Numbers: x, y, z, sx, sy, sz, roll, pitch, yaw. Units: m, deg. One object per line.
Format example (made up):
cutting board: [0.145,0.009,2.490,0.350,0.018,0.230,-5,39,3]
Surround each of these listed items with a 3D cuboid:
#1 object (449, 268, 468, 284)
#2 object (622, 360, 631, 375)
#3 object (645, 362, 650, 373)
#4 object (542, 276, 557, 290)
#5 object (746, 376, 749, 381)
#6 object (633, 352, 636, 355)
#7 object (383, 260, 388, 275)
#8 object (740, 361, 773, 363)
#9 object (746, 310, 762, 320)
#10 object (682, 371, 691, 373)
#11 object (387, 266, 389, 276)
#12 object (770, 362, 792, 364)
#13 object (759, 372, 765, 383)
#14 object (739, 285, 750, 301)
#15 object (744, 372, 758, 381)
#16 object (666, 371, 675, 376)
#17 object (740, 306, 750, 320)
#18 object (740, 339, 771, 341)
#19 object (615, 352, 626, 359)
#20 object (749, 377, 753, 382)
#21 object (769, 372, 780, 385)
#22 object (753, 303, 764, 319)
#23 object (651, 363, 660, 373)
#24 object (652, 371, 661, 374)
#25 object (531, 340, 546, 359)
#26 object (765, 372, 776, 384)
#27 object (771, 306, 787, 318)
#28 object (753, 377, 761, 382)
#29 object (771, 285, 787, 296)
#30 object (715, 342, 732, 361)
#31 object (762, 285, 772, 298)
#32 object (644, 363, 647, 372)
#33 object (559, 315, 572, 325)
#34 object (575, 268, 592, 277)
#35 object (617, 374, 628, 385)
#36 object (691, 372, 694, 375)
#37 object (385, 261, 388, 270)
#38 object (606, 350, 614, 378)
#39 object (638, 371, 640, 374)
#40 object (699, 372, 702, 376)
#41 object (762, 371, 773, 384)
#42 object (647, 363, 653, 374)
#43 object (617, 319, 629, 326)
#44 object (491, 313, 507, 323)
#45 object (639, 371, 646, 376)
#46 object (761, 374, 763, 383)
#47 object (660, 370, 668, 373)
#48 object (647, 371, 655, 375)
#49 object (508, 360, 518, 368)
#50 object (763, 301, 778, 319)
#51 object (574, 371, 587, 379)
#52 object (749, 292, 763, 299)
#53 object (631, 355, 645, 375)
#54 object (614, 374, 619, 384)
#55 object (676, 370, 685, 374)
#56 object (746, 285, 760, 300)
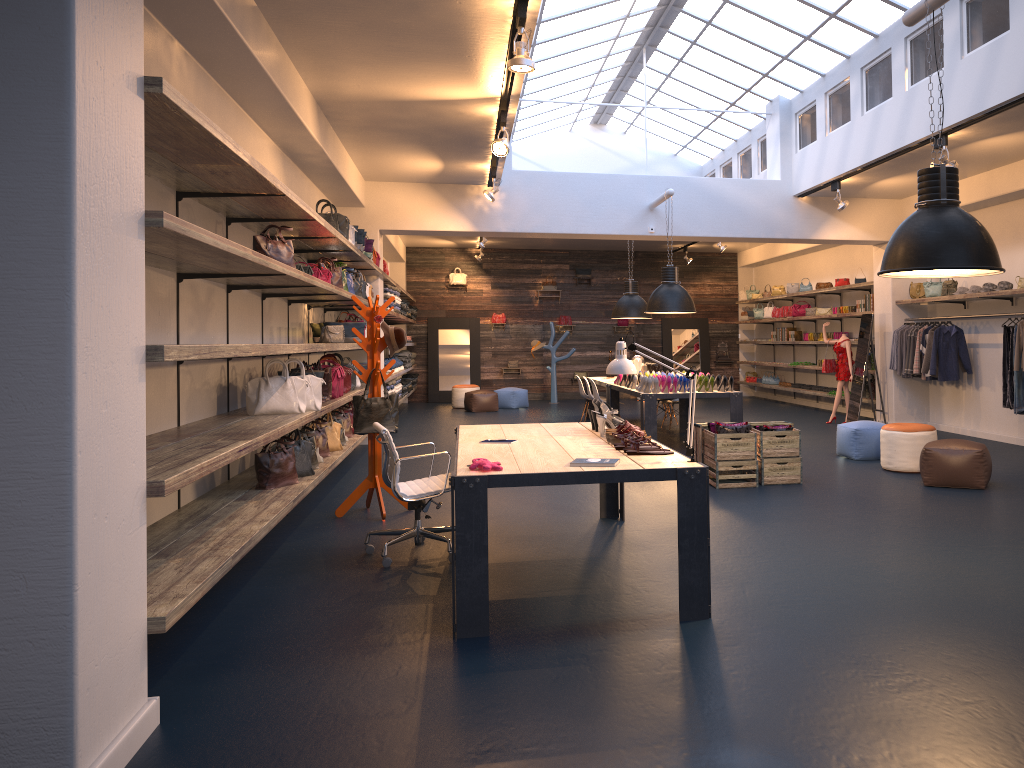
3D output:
object: [-1.223,-2.452,19.746,0.452,0.386,0.181,-1,0,-22]
object: [1.773,-0.199,13.233,0.181,0.336,0.190,0,0,11]
object: [2.147,-0.195,13.643,0.159,0.285,0.149,0,0,-8]
object: [0.871,-2.340,20.196,0.353,0.335,0.164,0,0,1]
object: [5.700,-0.120,20.762,0.206,0.118,0.096,1,1,26]
object: [2.131,-0.355,15.043,0.150,0.469,0.129,0,-1,-32]
object: [-1.938,-1.661,12.362,0.330,0.245,0.137,-1,0,-12]
object: [5.682,-0.509,20.062,0.360,0.024,1.826,0,3,-3]
object: [5.666,-1.614,20.254,0.387,0.232,0.191,1,1,31]
object: [2.480,-0.094,12.462,0.207,0.195,0.236,0,1,-7]
object: [-1.946,-1.670,12.558,0.333,0.245,0.136,-1,0,-16]
object: [5.762,-0.442,18.631,0.364,0.029,0.863,0,3,-5]
object: [5.775,-0.161,19.997,0.194,0.280,0.060,0,-1,12]
object: [5.670,-2.185,20.908,0.409,0.386,0.200,0,0,14]
object: [5.784,-0.187,20.976,0.346,0.234,0.212,0,1,25]
object: [2.245,-0.091,12.425,0.209,0.195,0.234,0,1,-9]
object: [5.630,-1.691,20.784,0.325,0.335,0.178,0,0,37]
object: [5.750,-1.025,20.218,0.493,0.060,1.482,0,3,-4]
object: [2.567,-0.649,20.535,0.271,0.230,0.080,0,-1,6]
object: [5.712,-0.110,20.553,0.206,0.118,0.096,1,1,26]
object: [5.795,-0.126,19.174,0.258,0.283,0.102,0,0,27]
object: [5.641,-1.657,19.722,0.339,0.367,0.190,0,0,35]
object: [2.174,-0.172,13.146,0.159,0.285,0.149,0,0,-8]
object: [2.037,-0.088,12.378,0.207,0.195,0.236,0,1,-7]
object: [0.591,-0.769,19.382,0.347,0.441,0.343,0,0,-11]
object: [5.778,-0.135,19.373,0.258,0.283,0.102,0,0,27]
object: [5.717,-1.537,18.575,0.310,0.254,0.149,1,1,43]
object: [5.745,-0.101,20.351,0.206,0.118,0.096,1,1,26]
object: [5.694,-1.997,18.547,0.338,0.234,0.216,1,1,42]
object: [5.137,-0.796,21.108,0.369,0.461,0.226,0,0,-10]
object: [5.698,-2.066,19.343,0.111,0.300,0.269,0,0,-35]
object: [1.970,-0.175,13.187,0.184,0.290,0.164,0,0,-19]
object: [1.259,-1.486,20.251,0.339,0.255,0.130,-1,0,-22]
object: [1.682,-2.606,20.368,0.438,0.232,0.169,-1,1,-17]
object: [1.584,-0.081,12.289,0.206,0.195,0.244,0,1,5]
object: [2.483,-0.081,12.210,0.207,0.195,0.236,0,1,-7]
object: [-1.944,-1.665,12.456,0.327,0.245,0.138,0,0,-9]
object: [1.691,-0.348,14.948,0.139,0.469,0.140,0,-1,4]
object: [1.806,-0.098,12.611,0.207,0.195,0.236,0,1,-7]
object: [2.545,-0.069,11.943,0.203,0.195,0.240,0,1,0]
object: [5.761,-0.145,19.572,0.261,0.283,0.101,0,0,20]
object: [2.160,-0.184,13.398,0.159,0.285,0.149,0,0,-8]
object: [2.630,-1.490,20.570,0.257,0.243,0.210,0,1,-13]
object: [-0.299,-1.511,19.937,0.338,0.254,0.137,0,0,1]
object: [1.833,-0.084,12.333,0.212,0.195,0.230,-1,1,-15]
object: [5.780,-0.154,19.855,0.189,0.280,0.062,0,-1,22]
object: [2.220,-0.104,12.709,0.207,0.195,0.236,0,1,-7]
object: [2.011,-0.100,12.643,0.203,0.195,0.240,0,1,-1]
object: [0.027,-0.453,19.970,0.290,0.175,0.096,-1,1,-32]
object: [5.744,-1.640,19.199,0.209,0.386,0.390,0,1,-44]
object: [1.631,-0.207,20.281,0.393,0.174,0.213,-2,2,-31]
object: [5.647,-2.036,20.130,0.250,0.174,0.334,-2,2,-44]
object: [1.885,-0.227,12.994,0.213,0.412,0.190,0,0,-19]
object: [1.582,-0.094,12.555,0.210,0.195,0.232,0,1,-13]
object: [2.462,-0.106,12.725,0.207,0.195,0.236,0,1,-7]
object: [5.664,-2.151,20.423,0.339,0.367,0.190,0,0,35]
